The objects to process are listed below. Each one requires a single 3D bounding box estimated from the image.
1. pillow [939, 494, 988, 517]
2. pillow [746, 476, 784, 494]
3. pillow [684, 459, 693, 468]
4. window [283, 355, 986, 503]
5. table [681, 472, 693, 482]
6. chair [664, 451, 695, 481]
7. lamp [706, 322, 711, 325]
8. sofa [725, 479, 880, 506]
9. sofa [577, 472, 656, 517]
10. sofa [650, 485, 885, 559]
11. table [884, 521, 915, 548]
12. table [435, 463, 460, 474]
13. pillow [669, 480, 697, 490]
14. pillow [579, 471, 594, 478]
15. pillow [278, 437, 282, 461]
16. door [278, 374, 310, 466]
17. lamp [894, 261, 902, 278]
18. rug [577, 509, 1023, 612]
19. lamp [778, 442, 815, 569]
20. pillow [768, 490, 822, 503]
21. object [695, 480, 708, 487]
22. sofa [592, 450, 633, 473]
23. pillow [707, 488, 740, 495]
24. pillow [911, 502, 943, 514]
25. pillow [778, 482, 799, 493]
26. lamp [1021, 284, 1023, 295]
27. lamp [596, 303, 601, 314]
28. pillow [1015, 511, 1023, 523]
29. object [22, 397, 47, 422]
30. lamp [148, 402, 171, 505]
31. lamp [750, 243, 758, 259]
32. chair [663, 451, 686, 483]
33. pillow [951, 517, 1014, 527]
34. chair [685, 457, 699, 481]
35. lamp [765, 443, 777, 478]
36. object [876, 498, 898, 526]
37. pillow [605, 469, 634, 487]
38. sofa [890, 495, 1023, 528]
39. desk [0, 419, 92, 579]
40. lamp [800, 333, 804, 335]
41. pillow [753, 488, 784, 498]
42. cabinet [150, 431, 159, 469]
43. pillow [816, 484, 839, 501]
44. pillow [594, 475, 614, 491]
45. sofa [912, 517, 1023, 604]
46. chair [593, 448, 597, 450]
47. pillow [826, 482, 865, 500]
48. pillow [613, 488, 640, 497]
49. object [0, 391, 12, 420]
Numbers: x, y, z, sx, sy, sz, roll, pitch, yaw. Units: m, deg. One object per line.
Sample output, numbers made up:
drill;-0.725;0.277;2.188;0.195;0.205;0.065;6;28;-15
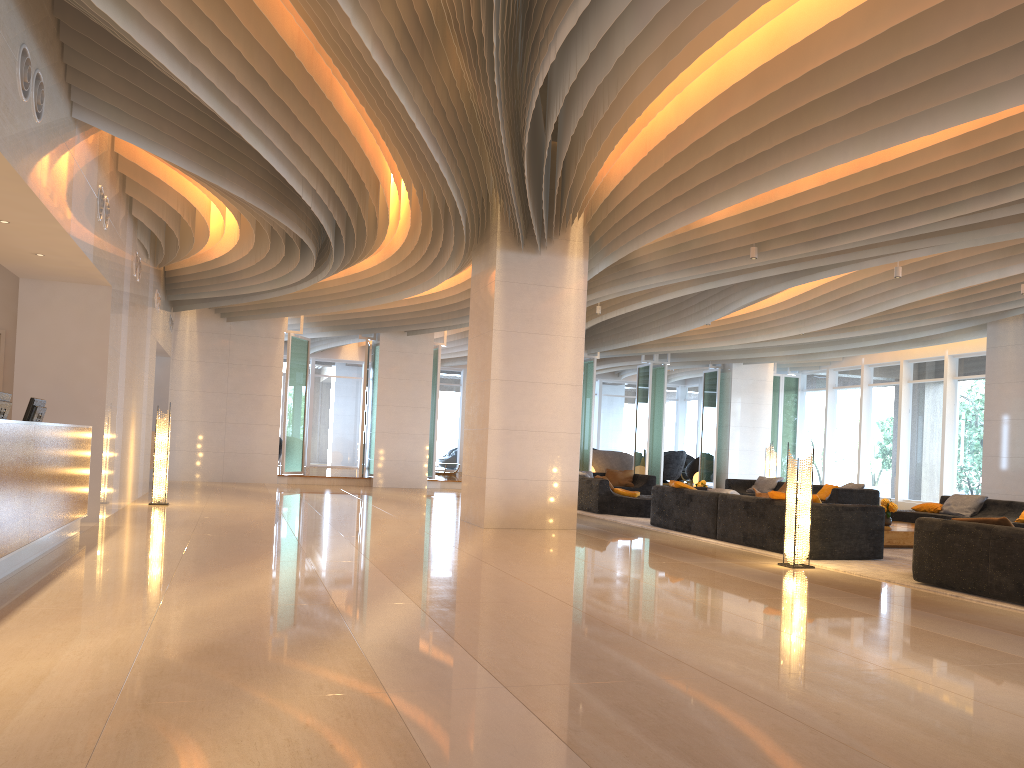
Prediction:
pillow;6.772;1.864;13.369;0.467;0.416;0.659;3;-3;-17
pillow;5.268;2.113;18.509;0.558;0.377;0.628;5;-4;-40
pillow;5.958;2.684;29.885;0.501;0.408;0.467;2;-3;9
window;8.418;0.666;15.303;53.522;3.215;22.581;-1;-5;37
table;5.954;3.043;28.825;1.088;0.318;0.814;3;-4;-11
chair;5.604;2.754;29.796;1.523;1.004;1.134;3;-3;-5
lamp;3.712;-1.858;16.639;0.088;1.504;0.090;2;-1;27
sofa;5.509;2.223;17.240;0.952;0.581;3.742;4;-4;-17
sofa;2.168;1.996;16.699;2.856;0.652;5.042;4;-4;-17
sofa;2.937;1.645;10.964;0.952;0.581;3.742;4;-4;-17
table;4.985;1.974;11.670;1.619;0.219;1.586;4;-4;-18
table;-2.026;2.436;25.490;1.088;0.318;0.814;3;-4;-11
pillow;2.437;1.517;12.144;0.546;0.377;0.641;2;-3;4
pillow;1.545;1.992;18.776;0.412;0.312;0.319;3;-3;-16
pillow;-6.224;1.579;21.091;1.537;1.004;1.124;4;-3;-20
door;-6.954;1.082;26.943;1.475;2.767;0.059;3;-1;-19
lamp;5.123;-2.155;11.715;0.091;1.504;0.087;4;-1;-45
rug;4.886;2.104;11.975;5.574;0.022;16.072;4;-4;-17
lamp;2.767;1.166;8.564;0.253;1.196;0.247;3;-1;-18
pillow;3.196;1.372;9.702;0.558;0.377;0.628;5;-4;-40
object;3.575;1.983;16.737;0.234;0.376;0.268;2;-2;14
sofa;2.592;2.378;25.820;2.521;0.900;1.130;0;-4;32
pillow;2.769;1.530;11.316;0.425;0.376;0.582;3;-3;-16
pillow;6.514;1.941;13.826;0.441;0.192;0.597;0;-5;37
pillow;5.499;2.092;17.706;0.326;0.312;0.403;4;-3;-20
lamp;7.207;-2.009;12.423;0.090;1.504;0.088;3;-1;-27
lamp;1.585;-2.007;15.916;0.088;1.504;0.090;2;-1;27
pillow;7.189;1.802;12.028;0.455;0.393;0.631;4;-3;-18
object;-4.381;0.349;8.185;0.358;0.434;0.531;3;-3;-18
lamp;-4.956;0.981;12.543;0.253;1.449;0.247;3;-1;-18
lamp;3.027;-2.303;10.993;0.090;1.504;0.088;3;-1;-27
chair;4.663;2.503;26.951;1.116;1.004;1.548;0;-4;45
pillow;3.945;1.259;7.222;0.401;0.391;0.600;3;-3;-15
chair;6.192;2.639;27.860;1.533;1.004;1.127;4;-3;-15
lamp;5.706;1.981;19.578;0.253;1.449;0.247;3;-1;-18
object;4.880;1.660;11.531;0.235;0.376;0.267;2;-2;4
pillow;2.311;2.019;19.054;0.637;0.377;0.550;2;-3;4
sofa;6.791;1.935;12.534;1.367;0.581;4.103;4;-4;-19
desk;-3.699;0.730;5.617;0.907;1.048;6.609;3;-4;-17
lamp;5.679;-1.719;17.310;0.088;1.504;0.090;2;-1;27
pillow;3.076;1.434;10.333;0.448;0.409;0.596;3;-3;-16
cabinet;-6.680;1.163;15.821;0.565;0.660;1.496;3;-4;-17
pillow;5.859;2.024;16.547;0.325;0.312;0.404;3;-3;-16
pillow;1.592;1.699;14.916;0.332;0.311;0.420;3;-3;-16
sofa;4.251;1.442;7.342;1.370;0.576;2.232;4;-4;-17
chair;2.690;2.479;27.849;1.546;1.004;1.117;5;-4;-35
pillow;6.026;1.968;16.067;0.546;0.377;0.641;2;-3;4
pillow;1.905;1.800;14.696;0.406;0.135;0.421;2;-4;16
object;-3.979;0.272;6.890;0.358;0.434;0.531;3;-3;-18
